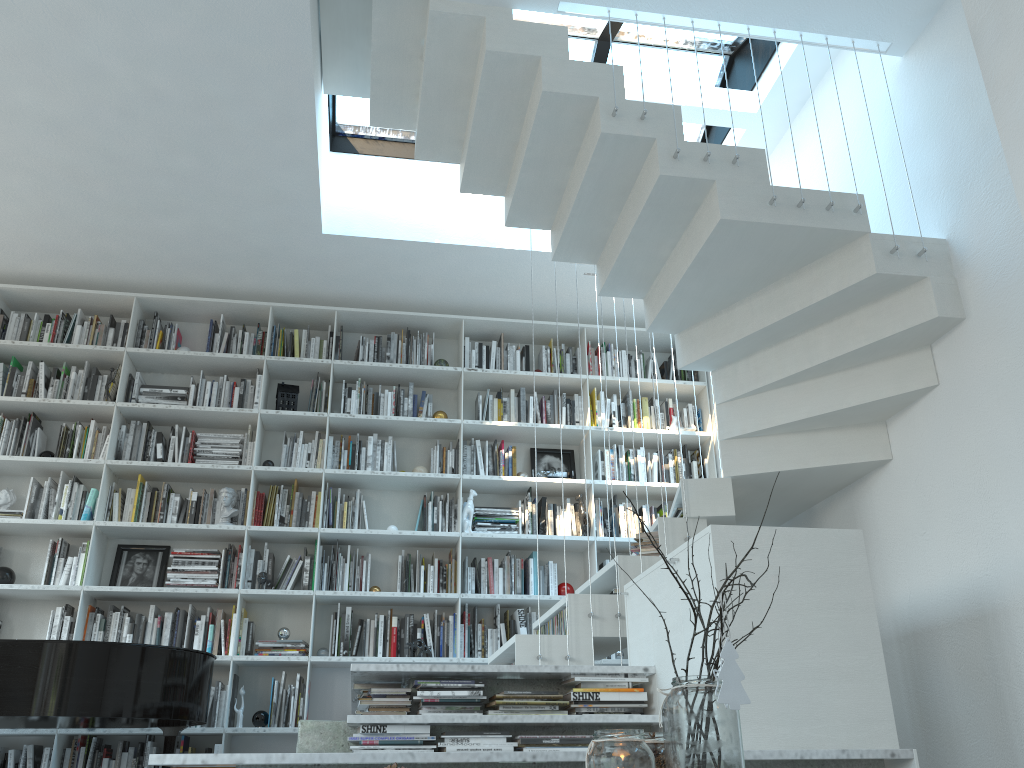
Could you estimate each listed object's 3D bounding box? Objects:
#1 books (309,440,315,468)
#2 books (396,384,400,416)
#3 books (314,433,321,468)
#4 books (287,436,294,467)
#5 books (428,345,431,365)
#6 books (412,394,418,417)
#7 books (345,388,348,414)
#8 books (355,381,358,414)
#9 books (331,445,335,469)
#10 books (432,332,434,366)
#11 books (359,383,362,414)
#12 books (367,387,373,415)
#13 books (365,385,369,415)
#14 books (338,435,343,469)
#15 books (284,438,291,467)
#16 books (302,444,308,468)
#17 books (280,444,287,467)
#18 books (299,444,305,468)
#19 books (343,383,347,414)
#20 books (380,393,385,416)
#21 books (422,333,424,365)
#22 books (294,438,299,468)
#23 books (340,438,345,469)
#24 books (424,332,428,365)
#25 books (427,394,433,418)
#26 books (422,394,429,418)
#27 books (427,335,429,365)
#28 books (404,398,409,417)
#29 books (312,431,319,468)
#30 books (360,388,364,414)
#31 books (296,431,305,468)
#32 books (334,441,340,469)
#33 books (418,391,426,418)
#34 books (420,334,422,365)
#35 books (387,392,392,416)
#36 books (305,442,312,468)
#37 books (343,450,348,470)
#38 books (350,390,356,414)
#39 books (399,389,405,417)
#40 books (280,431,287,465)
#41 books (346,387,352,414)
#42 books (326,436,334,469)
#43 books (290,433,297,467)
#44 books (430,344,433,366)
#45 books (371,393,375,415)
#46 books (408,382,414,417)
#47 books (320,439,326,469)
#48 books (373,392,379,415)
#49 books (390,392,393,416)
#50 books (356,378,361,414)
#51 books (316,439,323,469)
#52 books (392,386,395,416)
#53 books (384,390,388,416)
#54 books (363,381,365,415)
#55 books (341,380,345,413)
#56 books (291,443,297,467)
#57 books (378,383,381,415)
[{"bbox_3d":[-1.265,0.488,5.611,0.024,0.233,0.150,3,-24,-9],"label":"books"},{"bbox_3d":[-0.754,0.163,5.857,0.012,0.284,0.160,3,-24,-9],"label":"books"},{"bbox_3d":[-1.233,0.470,5.624,0.025,0.276,0.173,3,-24,-9],"label":"books"},{"bbox_3d":[-1.397,0.475,5.598,0.028,0.249,0.165,3,-24,-9],"label":"books"},{"bbox_3d":[-0.567,-0.133,6.008,0.018,0.213,0.158,3,-24,-9],"label":"books"},{"bbox_3d":[-0.646,0.197,5.848,0.030,0.212,0.157,3,-24,-9],"label":"books"},{"bbox_3d":[-1.083,0.164,5.794,0.012,0.238,0.139,3,-24,-9],"label":"books"},{"bbox_3d":[-1.020,0.144,5.805,0.011,0.282,0.173,3,-24,-9],"label":"books"},{"bbox_3d":[-1.138,0.513,5.644,0.013,0.209,0.141,3,-24,-9],"label":"books"},{"bbox_3d":[-0.541,-0.177,6.023,0.006,0.305,0.164,3,-24,-9],"label":"books"},{"bbox_3d":[-0.994,0.150,5.800,0.010,0.267,0.166,3,-24,-9],"label":"books"},{"bbox_3d":[-0.933,0.165,5.803,0.027,0.240,0.160,3,-24,-9],"label":"books"},{"bbox_3d":[-0.956,0.157,5.828,0.012,0.275,0.133,3,-24,-9],"label":"books"},{"bbox_3d":[-1.094,0.481,5.657,0.014,0.277,0.154,3,-24,-9],"label":"books"},{"bbox_3d":[-1.415,0.479,5.599,0.024,0.241,0.160,3,-24,-9],"label":"books"},{"bbox_3d":[-1.303,0.500,5.590,0.027,0.195,0.186,3,-24,-9],"label":"books"},{"bbox_3d":[-1.430,0.496,5.566,0.028,0.184,0.182,3,-24,-9],"label":"books"},{"bbox_3d":[-1.321,0.498,5.585,0.024,0.194,0.173,3,-24,-9],"label":"books"},{"bbox_3d":[-1.096,0.147,5.805,0.011,0.278,0.134,3,-24,-9],"label":"books"},{"bbox_3d":[-0.856,0.188,5.825,0.025,0.215,0.144,3,-24,-9],"label":"books"},{"bbox_3d":[-0.611,-0.176,6.042,0.008,0.320,0.134,3,-24,-9],"label":"books"},{"bbox_3d":[-1.356,0.481,5.597,0.023,0.235,0.179,3,-24,-9],"label":"books"},{"bbox_3d":[-1.077,0.489,5.638,0.014,0.246,0.177,3,-24,-9],"label":"books"},{"bbox_3d":[-0.589,-0.175,6.014,0.013,0.295,0.189,3,-24,-9],"label":"books"},{"bbox_3d":[-0.548,0.201,5.880,0.026,0.228,0.141,3,-24,-9],"label":"books"},{"bbox_3d":[-0.581,0.198,5.856,0.048,0.215,0.183,3,-24,-9],"label":"books"},{"bbox_3d":[-0.578,-0.169,6.006,0.008,0.277,0.181,3,-24,-9],"label":"books"},{"bbox_3d":[-0.702,0.207,5.831,0.027,0.181,0.177,3,-24,-9],"label":"books"},{"bbox_3d":[-1.249,0.462,5.627,0.028,0.292,0.155,3,-24,-9],"label":"books"},{"bbox_3d":[-0.985,0.169,5.804,0.012,0.234,0.166,3,-24,-9],"label":"books"},{"bbox_3d":[-1.336,0.456,5.588,0.028,0.274,0.187,3,-24,-9],"label":"books"},{"bbox_3d":[-1.116,0.498,5.650,0.030,0.241,0.139,3,-24,-9],"label":"books"},{"bbox_3d":[-0.602,0.184,5.848,0.054,0.234,0.172,3,-24,-9],"label":"books"},{"bbox_3d":[-0.621,-0.174,6.020,0.019,0.298,0.137,3,-24,-9],"label":"books"},{"bbox_3d":[-0.807,0.183,5.807,0.021,0.208,0.181,3,-24,-9],"label":"books"},{"bbox_3d":[-1.283,0.494,5.597,0.029,0.210,0.158,3,-24,-9],"label":"books"},{"bbox_3d":[-1.062,0.527,5.638,0.021,0.178,0.137,3,-24,-9],"label":"books"},{"bbox_3d":[-1.035,0.171,5.773,0.026,0.207,0.182,3,-24,-9],"label":"books"},{"bbox_3d":[-0.730,0.178,5.834,0.030,0.237,0.186,3,-24,-9],"label":"books"},{"bbox_3d":[-1.447,0.458,5.603,0.018,0.284,0.160,3,-24,-9],"label":"books"},{"bbox_3d":[-1.064,0.161,5.792,0.026,0.242,0.149,3,-24,-9],"label":"books"},{"bbox_3d":[-1.154,0.482,5.624,0.028,0.250,0.191,3,-24,-9],"label":"books"},{"bbox_3d":[-1.383,0.464,5.607,0.019,0.274,0.146,3,-24,-9],"label":"books"},{"bbox_3d":[-0.550,-0.134,6.001,0.014,0.208,0.189,3,-24,-9],"label":"books"},{"bbox_3d":[-0.916,0.186,5.817,0.014,0.214,0.133,3,-24,-9],"label":"books"},{"bbox_3d":[-0.673,0.156,5.844,0.029,0.284,0.184,3,-24,-9],"label":"books"},{"bbox_3d":[-1.198,0.489,5.621,0.026,0.237,0.173,3,-24,-9],"label":"books"},{"bbox_3d":[-0.896,0.184,5.826,0.028,0.222,0.142,3,-24,-9],"label":"books"},{"bbox_3d":[-0.794,0.183,5.824,0.011,0.221,0.160,3,-24,-9],"label":"books"},{"bbox_3d":[-1.006,0.132,5.807,0.014,0.305,0.153,3,-24,-9],"label":"books"},{"bbox_3d":[-1.214,0.486,5.603,0.028,0.228,0.177,3,-24,-9],"label":"books"},{"bbox_3d":[-0.783,0.165,5.836,0.012,0.263,0.157,3,-24,-9],"label":"books"},{"bbox_3d":[-0.831,0.175,5.822,0.023,0.235,0.150,3,-24,-9],"label":"books"},{"bbox_3d":[-0.972,0.145,5.823,0.021,0.294,0.139,3,-24,-9],"label":"books"},{"bbox_3d":[-1.104,0.136,5.786,0.012,0.284,0.160,3,-24,-9],"label":"books"},{"bbox_3d":[-1.372,0.496,5.594,0.023,0.206,0.171,3,-24,-9],"label":"books"},{"bbox_3d":[-0.875,0.156,5.837,0.013,0.283,0.155,3,-24,-9],"label":"books"}]
